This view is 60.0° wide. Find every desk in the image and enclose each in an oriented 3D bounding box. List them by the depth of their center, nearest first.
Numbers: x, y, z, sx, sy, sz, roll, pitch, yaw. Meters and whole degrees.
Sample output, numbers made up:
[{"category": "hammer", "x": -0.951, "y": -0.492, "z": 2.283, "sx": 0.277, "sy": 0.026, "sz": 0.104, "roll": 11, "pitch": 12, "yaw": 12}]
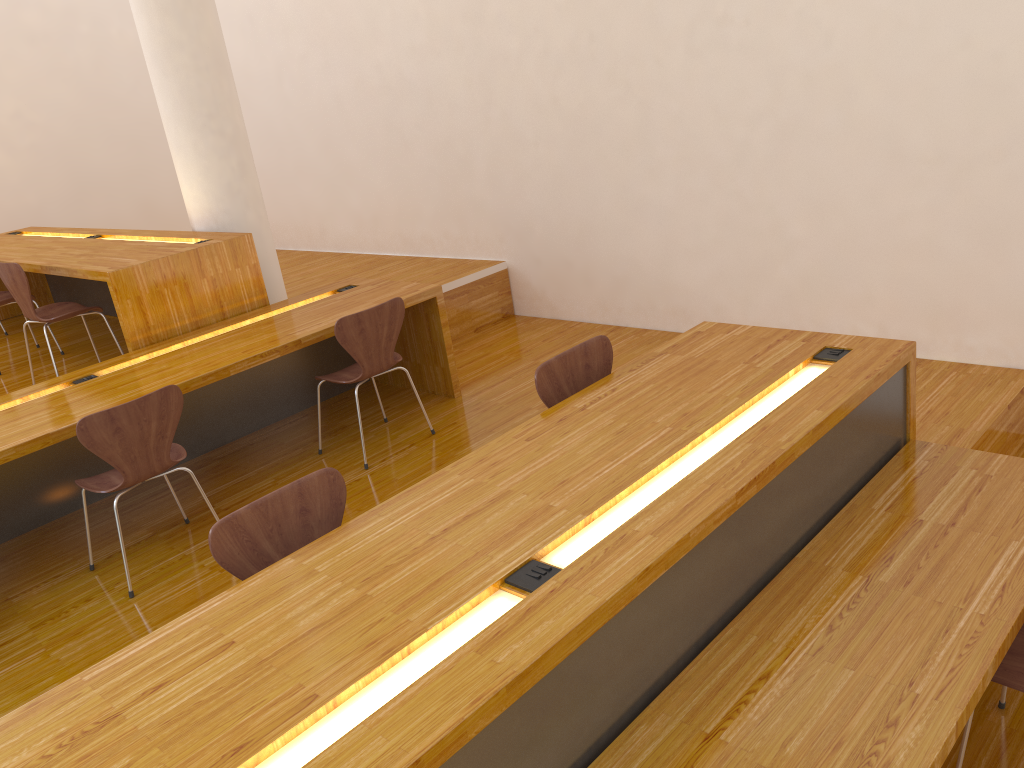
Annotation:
[{"category": "desk", "x": 0.150, "y": 0.838, "z": 1.938, "sx": 1.285, "sy": 0.918, "sz": 3.236, "roll": 10, "pitch": 27, "yaw": 43}, {"category": "desk", "x": -1.659, "y": 0.281, "z": 3.806, "sx": 0.760, "sy": 0.606, "sz": 3.185, "roll": 10, "pitch": 27, "yaw": 43}, {"category": "desk", "x": -2.693, "y": -0.569, "z": 5.477, "sx": 3.185, "sy": 0.606, "sz": 0.760, "roll": 10, "pitch": 27, "yaw": 43}]

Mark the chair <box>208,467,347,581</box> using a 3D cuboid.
[{"category": "chair", "x": -0.413, "y": 0.615, "z": 2.196, "sx": 0.381, "sy": 0.693, "sz": 0.428, "roll": 10, "pitch": 27, "yaw": 43}]

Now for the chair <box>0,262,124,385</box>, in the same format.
[{"category": "chair", "x": -2.302, "y": -0.334, "z": 4.544, "sx": 0.428, "sy": 0.693, "sz": 0.381, "roll": 10, "pitch": 27, "yaw": 43}]

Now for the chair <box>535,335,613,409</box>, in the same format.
[{"category": "chair", "x": 0.369, "y": 0.232, "z": 2.899, "sx": 0.381, "sy": 0.693, "sz": 0.428, "roll": 10, "pitch": 27, "yaw": 43}]

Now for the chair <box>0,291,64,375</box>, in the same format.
[{"category": "chair", "x": -3.004, "y": -0.461, "z": 5.204, "sx": 0.428, "sy": 0.693, "sz": 0.381, "roll": 10, "pitch": 27, "yaw": 43}]

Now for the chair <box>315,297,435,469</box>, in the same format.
[{"category": "chair", "x": -0.694, "y": -0.037, "z": 4.109, "sx": 0.381, "sy": 0.693, "sz": 0.428, "roll": 10, "pitch": 27, "yaw": 43}]

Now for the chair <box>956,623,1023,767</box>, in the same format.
[{"category": "chair", "x": 1.332, "y": 0.691, "z": 2.146, "sx": 0.381, "sy": 0.693, "sz": 0.428, "roll": 10, "pitch": 27, "yaw": 43}]

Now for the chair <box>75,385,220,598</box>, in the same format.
[{"category": "chair", "x": -1.422, "y": 0.356, "z": 3.354, "sx": 0.381, "sy": 0.693, "sz": 0.428, "roll": 10, "pitch": 27, "yaw": 43}]

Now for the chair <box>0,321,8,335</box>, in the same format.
[{"category": "chair", "x": -3.787, "y": -0.620, "z": 5.988, "sx": 0.428, "sy": 0.693, "sz": 0.381, "roll": 10, "pitch": 27, "yaw": 43}]
